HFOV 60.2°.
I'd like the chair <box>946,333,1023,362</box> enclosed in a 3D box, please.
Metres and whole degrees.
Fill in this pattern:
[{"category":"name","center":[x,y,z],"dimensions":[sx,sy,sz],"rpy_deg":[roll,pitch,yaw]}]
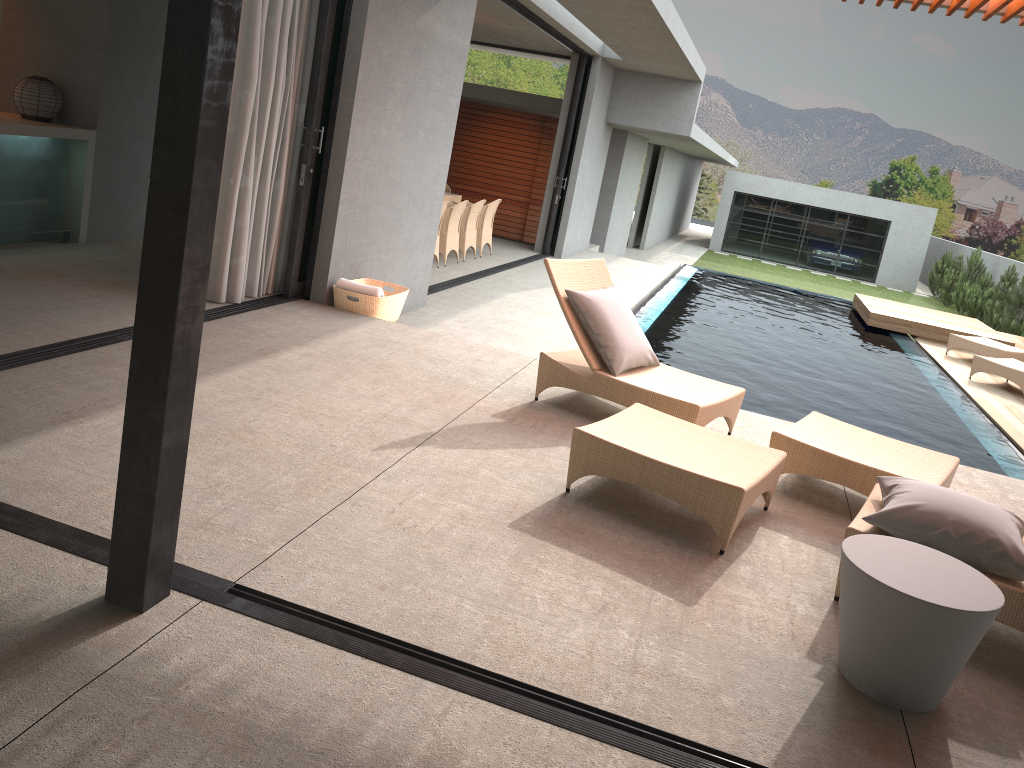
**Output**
[{"category":"chair","center":[6.776,-0.425,11.185],"dimensions":[0.698,0.814,2.341],"rpy_deg":[4,16,-26]}]

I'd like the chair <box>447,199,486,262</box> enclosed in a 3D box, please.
[{"category":"chair","center":[-0.744,-2.183,12.211],"dimensions":[0.633,0.850,0.625],"rpy_deg":[14,13,13]}]

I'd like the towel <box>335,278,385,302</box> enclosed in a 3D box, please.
[{"category":"towel","center":[-1.134,-0.626,6.715],"dimensions":[0.371,0.307,0.313],"rpy_deg":[14,14,14]}]

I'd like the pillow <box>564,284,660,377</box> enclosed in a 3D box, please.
[{"category":"pillow","center":[0.605,-0.331,5.245],"dimensions":[0.432,0.420,0.612],"rpy_deg":[19,16,31]}]

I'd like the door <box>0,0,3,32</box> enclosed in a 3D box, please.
[{"category":"door","center":[-2.886,-0.438,2.212],"dimensions":[5.758,4.403,15.635],"rpy_deg":[7,15,-14]}]

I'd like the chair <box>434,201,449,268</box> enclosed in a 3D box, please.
[{"category":"chair","center":[-1.150,-1.870,10.803],"dimensions":[0.633,0.850,0.625],"rpy_deg":[14,13,13]}]

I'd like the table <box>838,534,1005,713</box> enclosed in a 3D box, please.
[{"category":"table","center":[1.240,0.766,2.795],"dimensions":[0.474,0.387,0.484],"rpy_deg":[10,14,-5]}]

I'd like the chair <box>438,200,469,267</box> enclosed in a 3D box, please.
[{"category":"chair","center":[-0.947,-2.026,11.507],"dimensions":[0.633,0.850,0.625],"rpy_deg":[14,13,13]}]

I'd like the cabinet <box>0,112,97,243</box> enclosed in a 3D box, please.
[{"category":"cabinet","center":[-4.302,-1.232,5.189],"dimensions":[0.804,0.884,4.176],"rpy_deg":[14,15,13]}]

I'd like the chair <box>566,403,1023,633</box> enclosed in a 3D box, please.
[{"category":"chair","center":[1.427,0.362,3.570],"dimensions":[2.318,0.815,0.705],"rpy_deg":[19,15,28]}]

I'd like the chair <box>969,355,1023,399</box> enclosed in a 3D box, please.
[{"category":"chair","center":[6.267,-0.080,9.597],"dimensions":[0.698,0.814,2.341],"rpy_deg":[5,16,-25]}]

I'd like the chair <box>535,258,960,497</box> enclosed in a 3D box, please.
[{"category":"chair","center":[1.211,-0.034,4.851],"dimensions":[2.322,0.815,0.703],"rpy_deg":[20,16,32]}]

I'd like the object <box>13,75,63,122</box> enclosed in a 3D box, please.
[{"category":"object","center":[-3.681,-2.219,6.867],"dimensions":[0.340,0.329,0.345],"rpy_deg":[12,13,5]}]

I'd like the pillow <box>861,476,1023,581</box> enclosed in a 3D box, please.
[{"category":"pillow","center":[1.682,0.519,3.389],"dimensions":[0.599,0.191,0.600],"rpy_deg":[18,16,24]}]

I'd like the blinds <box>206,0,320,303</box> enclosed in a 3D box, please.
[{"category":"blinds","center":[-1.655,-2.022,6.046],"dimensions":[0.230,2.889,0.896],"rpy_deg":[13,11,10]}]

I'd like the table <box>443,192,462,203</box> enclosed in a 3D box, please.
[{"category":"table","center":[-1.882,-2.321,12.125],"dimensions":[1.285,0.745,3.301],"rpy_deg":[14,15,13]}]

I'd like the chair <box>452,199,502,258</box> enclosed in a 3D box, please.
[{"category":"chair","center":[-0.541,-2.340,12.915],"dimensions":[0.633,0.850,0.625],"rpy_deg":[14,13,13]}]

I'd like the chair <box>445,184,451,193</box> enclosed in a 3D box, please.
[{"category":"chair","center":[-1.349,-2.820,14.093],"dimensions":[0.620,0.850,0.638],"rpy_deg":[14,13,13]}]

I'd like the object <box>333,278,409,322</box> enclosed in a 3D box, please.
[{"category":"object","center":[-1.108,-0.605,6.870],"dimensions":[0.448,0.296,0.689],"rpy_deg":[14,15,13]}]
